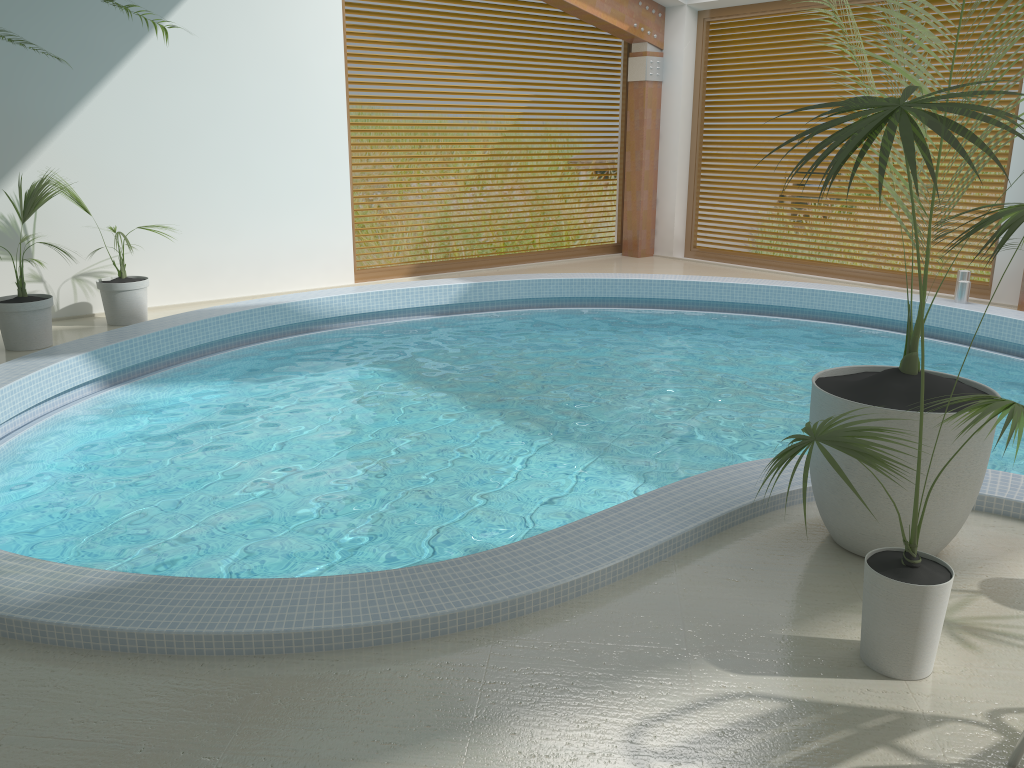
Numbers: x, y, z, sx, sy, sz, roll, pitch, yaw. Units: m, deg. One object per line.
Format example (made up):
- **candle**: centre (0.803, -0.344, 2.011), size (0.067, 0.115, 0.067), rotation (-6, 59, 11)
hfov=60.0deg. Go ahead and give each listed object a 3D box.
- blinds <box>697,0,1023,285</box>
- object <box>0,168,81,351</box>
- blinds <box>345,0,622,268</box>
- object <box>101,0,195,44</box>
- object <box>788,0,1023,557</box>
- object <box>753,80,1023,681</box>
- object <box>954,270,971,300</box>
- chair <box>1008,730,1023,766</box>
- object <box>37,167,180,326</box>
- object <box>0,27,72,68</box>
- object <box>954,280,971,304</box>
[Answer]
- **blinds**: centre (3.714, -2.707, 9.925), size (0.095, 2.921, 4.200), rotation (-12, 20, -37)
- **object**: centre (-3.571, -0.918, 6.549), size (0.822, 1.310, 1.067), rotation (0, 16, 0)
- **blinds**: centre (-0.280, -3.469, 10.513), size (4.500, 4.025, 0.099), rotation (-12, 20, -37)
- **object**: centre (-2.953, -0.766, 2.982), size (2.979, 2.960, 2.729), rotation (5, 16, 16)
- **object**: centre (1.631, -0.760, 3.017), size (2.979, 2.960, 2.729), rotation (-6, 17, -21)
- **object**: centre (1.144, 0.063, 2.444), size (1.059, 1.695, 0.791), rotation (-1, 16, -3)
- **object**: centre (4.297, -0.921, 8.466), size (0.115, 0.320, 0.115), rotation (3, 16, 9)
- **chair**: centre (1.659, 0.663, 2.083), size (0.618, 0.727, 0.563), rotation (-8, 18, -26)
- **object**: centre (-3.255, -1.138, 7.328), size (1.067, 1.310, 0.822), rotation (-8, 18, -26)
- **object**: centre (-4.299, -1.309, 4.881), size (2.979, 2.960, 2.729), rotation (10, 18, 30)
- **object**: centre (4.133, -0.849, 8.129), size (0.115, 0.204, 0.115), rotation (1, 16, 1)
